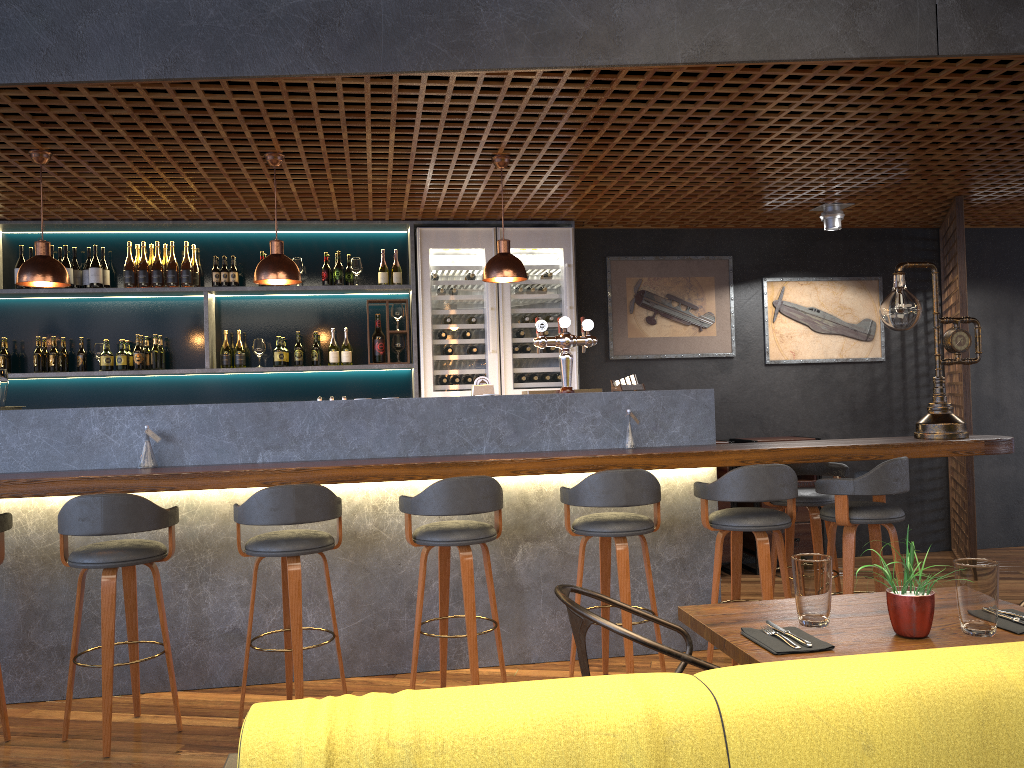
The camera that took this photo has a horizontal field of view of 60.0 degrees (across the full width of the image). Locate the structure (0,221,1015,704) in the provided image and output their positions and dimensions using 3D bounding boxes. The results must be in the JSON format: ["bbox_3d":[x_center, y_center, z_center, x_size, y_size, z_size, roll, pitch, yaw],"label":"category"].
[{"bbox_3d":[-2.142,0.183,5.160,9.298,2.700,2.700,-2,-1,-9],"label":"structure"}]

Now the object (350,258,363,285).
[{"bbox_3d":[-1.141,-0.818,6.504,0.097,0.206,0.097,-1,-1,-40],"label":"object"}]

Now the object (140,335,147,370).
[{"bbox_3d":[-2.639,-0.219,6.320,0.063,0.254,0.063,-2,-1,19],"label":"object"}]

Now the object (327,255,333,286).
[{"bbox_3d":[-1.367,-0.833,6.592,0.063,0.254,0.063,-2,-1,19],"label":"object"}]

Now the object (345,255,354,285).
[{"bbox_3d":[-1.215,-0.837,6.619,0.063,0.254,0.063,-2,-1,-1],"label":"object"}]

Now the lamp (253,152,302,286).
[{"bbox_3d":[-1.243,-0.871,4.674,0.250,0.673,0.250,-2,-1,24],"label":"lamp"}]

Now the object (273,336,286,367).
[{"bbox_3d":[-1.678,-0.232,6.387,0.088,0.224,0.088,-1,-1,-39],"label":"object"}]

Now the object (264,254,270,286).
[{"bbox_3d":[-1.803,-0.822,6.475,0.063,0.254,0.063,-3,-1,43],"label":"object"}]

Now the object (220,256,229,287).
[{"bbox_3d":[-2.057,-0.802,6.345,0.056,0.227,0.056,-1,-1,-32],"label":"object"}]

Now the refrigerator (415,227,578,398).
[{"bbox_3d":[-0.107,-0.089,6.636,1.159,2.109,0.454,-2,-1,-9],"label":"refrigerator"}]

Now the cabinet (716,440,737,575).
[{"bbox_3d":[1.383,0.948,6.807,0.553,1.007,0.473,-2,-1,-9],"label":"cabinet"}]

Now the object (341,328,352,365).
[{"bbox_3d":[-1.221,-0.274,6.539,0.079,0.281,0.079,-2,-1,-15],"label":"object"}]

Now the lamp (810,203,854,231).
[{"bbox_3d":[2.337,-1.213,6.471,0.228,0.172,0.228,-2,-1,-9],"label":"lamp"}]

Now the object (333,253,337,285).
[{"bbox_3d":[-1.287,-0.836,6.543,0.063,0.254,0.063,-3,-1,44],"label":"object"}]

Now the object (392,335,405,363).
[{"bbox_3d":[-0.840,-0.259,6.569,0.097,0.206,0.097,-2,-1,31],"label":"object"}]

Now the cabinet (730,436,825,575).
[{"bbox_3d":[2.070,0.928,6.913,0.553,1.007,0.473,-2,-1,-9],"label":"cabinet"}]

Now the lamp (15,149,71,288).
[{"bbox_3d":[-2.383,-0.839,4.499,0.250,0.673,0.250,-2,-1,24],"label":"lamp"}]

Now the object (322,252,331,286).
[{"bbox_3d":[-1.360,-0.835,6.491,0.063,0.254,0.063,-2,-1,33],"label":"object"}]

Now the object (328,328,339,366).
[{"bbox_3d":[-1.314,-0.271,6.524,0.079,0.281,0.079,-1,-1,-35],"label":"object"}]

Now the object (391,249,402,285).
[{"bbox_3d":[-0.861,-0.861,6.605,0.079,0.281,0.079,-1,-1,-40],"label":"object"}]

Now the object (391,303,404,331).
[{"bbox_3d":[-0.848,-0.493,6.572,0.097,0.206,0.097,-2,-1,31],"label":"object"}]

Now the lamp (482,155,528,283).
[{"bbox_3d":[-0.049,-0.905,4.859,0.250,0.673,0.250,-2,-1,24],"label":"lamp"}]

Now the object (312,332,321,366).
[{"bbox_3d":[-1.428,-0.254,6.465,0.063,0.254,0.063,-3,-1,44],"label":"object"}]

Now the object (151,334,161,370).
[{"bbox_3d":[-2.516,-0.224,6.265,0.063,0.254,0.063,-2,-1,-2],"label":"object"}]

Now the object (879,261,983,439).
[{"bbox_3d":[2.245,-0.184,4.724,0.566,0.944,0.263,-1,-1,-16],"label":"object"}]

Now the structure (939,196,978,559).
[{"bbox_3d":[3.407,0.038,6.790,0.050,2.700,1.319,-2,-1,21],"label":"structure"}]

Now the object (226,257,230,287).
[{"bbox_3d":[-2.067,-0.801,6.405,0.056,0.227,0.056,-3,-1,43],"label":"object"}]

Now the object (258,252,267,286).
[{"bbox_3d":[-1.794,-0.823,6.375,0.063,0.254,0.063,-2,-1,-12],"label":"object"}]

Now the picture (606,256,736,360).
[{"bbox_3d":[1.268,-0.611,7.046,1.039,0.809,0.028,-2,-1,-9],"label":"picture"}]

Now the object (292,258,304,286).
[{"bbox_3d":[-1.552,-0.807,6.425,0.097,0.206,0.097,-1,-1,-40],"label":"object"}]

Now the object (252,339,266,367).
[{"bbox_3d":[-1.821,-0.219,6.391,0.097,0.206,0.097,-1,-1,-40],"label":"object"}]

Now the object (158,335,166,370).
[{"bbox_3d":[-2.523,-0.222,6.372,0.063,0.254,0.063,-1,-1,-37],"label":"object"}]

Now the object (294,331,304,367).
[{"bbox_3d":[-1.538,-0.251,6.393,0.063,0.254,0.063,-2,-1,-6],"label":"object"}]

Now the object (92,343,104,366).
[{"bbox_3d":[-2.948,-0.186,6.346,0.097,0.206,0.097,-2,-1,23],"label":"object"}]

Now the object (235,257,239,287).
[{"bbox_3d":[-2.006,-0.802,6.415,0.056,0.227,0.056,-2,-1,-7],"label":"object"}]

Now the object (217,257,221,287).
[{"bbox_3d":[-2.125,-0.799,6.396,0.056,0.227,0.056,-2,-1,-7],"label":"object"}]

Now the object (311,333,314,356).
[{"bbox_3d":[-1.449,-0.252,6.546,0.063,0.254,0.063,-2,-1,-1],"label":"object"}]

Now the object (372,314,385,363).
[{"bbox_3d":[-0.986,-0.332,6.547,0.091,0.369,0.092,-1,-1,-40],"label":"object"}]

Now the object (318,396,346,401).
[{"bbox_3d":[-1.312,0.338,6.523,0.310,0.492,0.204,-2,-1,-9],"label":"object"}]

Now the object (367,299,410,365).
[{"bbox_3d":[-0.916,-0.380,6.557,0.300,0.475,0.161,-2,-1,-9],"label":"object"}]

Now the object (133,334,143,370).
[{"bbox_3d":[-2.624,-0.221,6.224,0.063,0.254,0.063,-2,-1,-16],"label":"object"}]

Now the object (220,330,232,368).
[{"bbox_3d":[-2.066,-0.249,6.408,0.079,0.281,0.079,-2,-1,-5],"label":"object"}]

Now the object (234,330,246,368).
[{"bbox_3d":[-1.974,-0.251,6.422,0.079,0.281,0.079,-1,-1,-30],"label":"object"}]

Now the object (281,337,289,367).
[{"bbox_3d":[-1.679,-0.231,6.498,0.088,0.224,0.088,-2,-1,-14],"label":"object"}]

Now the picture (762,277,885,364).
[{"bbox_3d":[2.553,-0.524,7.242,1.039,0.697,0.028,-2,-1,-9],"label":"picture"}]

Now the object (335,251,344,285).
[{"bbox_3d":[-1.257,-0.839,6.446,0.063,0.254,0.063,-2,-1,19],"label":"object"}]

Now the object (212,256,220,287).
[{"bbox_3d":[-2.116,-0.800,6.336,0.056,0.227,0.056,-3,-1,43],"label":"object"}]

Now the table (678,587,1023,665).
[{"bbox_3d":[1.009,1.008,2.214,0.906,0.763,0.887,-2,-1,-9],"label":"table"}]

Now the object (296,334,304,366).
[{"bbox_3d":[-1.557,-0.250,6.471,0.063,0.254,0.063,-2,-1,19],"label":"object"}]

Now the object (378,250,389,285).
[{"bbox_3d":[-0.955,-0.859,6.590,0.079,0.281,0.079,-2,-1,0],"label":"object"}]

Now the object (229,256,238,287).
[{"bbox_3d":[-1.996,-0.804,6.355,0.056,0.227,0.056,-1,-1,-22],"label":"object"}]
